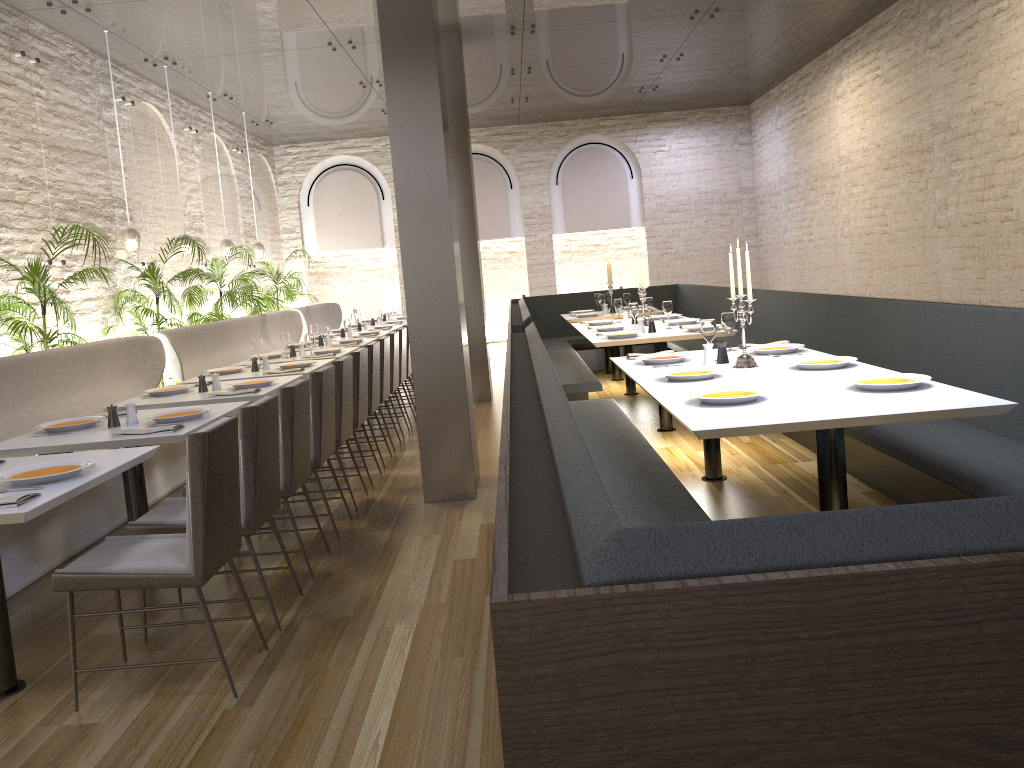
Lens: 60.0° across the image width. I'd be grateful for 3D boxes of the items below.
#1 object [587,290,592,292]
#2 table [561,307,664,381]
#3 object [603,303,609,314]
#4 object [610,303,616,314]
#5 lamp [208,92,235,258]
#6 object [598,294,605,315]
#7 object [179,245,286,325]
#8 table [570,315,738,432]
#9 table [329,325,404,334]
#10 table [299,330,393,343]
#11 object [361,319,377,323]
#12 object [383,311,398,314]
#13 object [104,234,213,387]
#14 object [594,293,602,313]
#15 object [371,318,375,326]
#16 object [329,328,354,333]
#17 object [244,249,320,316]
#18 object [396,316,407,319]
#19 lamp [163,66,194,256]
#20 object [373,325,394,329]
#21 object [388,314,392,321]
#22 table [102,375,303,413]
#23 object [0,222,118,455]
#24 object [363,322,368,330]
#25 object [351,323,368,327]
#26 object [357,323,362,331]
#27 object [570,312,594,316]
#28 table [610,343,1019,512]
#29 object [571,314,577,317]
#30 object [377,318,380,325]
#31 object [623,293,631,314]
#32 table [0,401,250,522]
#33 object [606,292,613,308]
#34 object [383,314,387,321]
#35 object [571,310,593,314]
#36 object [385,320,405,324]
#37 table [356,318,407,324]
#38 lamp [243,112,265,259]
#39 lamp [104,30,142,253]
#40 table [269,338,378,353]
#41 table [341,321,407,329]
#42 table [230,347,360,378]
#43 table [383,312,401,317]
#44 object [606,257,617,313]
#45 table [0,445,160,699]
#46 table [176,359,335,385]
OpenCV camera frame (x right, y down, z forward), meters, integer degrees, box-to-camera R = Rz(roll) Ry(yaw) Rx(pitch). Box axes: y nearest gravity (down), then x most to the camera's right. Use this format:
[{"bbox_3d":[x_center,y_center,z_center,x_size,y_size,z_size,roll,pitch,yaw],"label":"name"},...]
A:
[{"bbox_3d":[1.099,-1.199,12.427,0.086,0.230,0.086,-2,6,30],"label":"object"},{"bbox_3d":[1.183,-0.462,10.494,1.100,0.757,1.193,-5,7,0],"label":"table"},{"bbox_3d":[1.094,-0.879,10.361,0.069,0.126,0.069,0,7,42],"label":"object"},{"bbox_3d":[1.175,-0.883,10.337,0.069,0.126,0.069,0,7,42],"label":"object"},{"bbox_3d":[-3.648,-2.593,11.041,0.178,2.033,0.178,-7,5,-20],"label":"lamp"},{"bbox_3d":[1.043,-0.918,10.257,0.086,0.230,0.087,-1,6,36],"label":"object"},{"bbox_3d":[-3.443,-0.688,10.663,1.188,1.968,1.149,0,7,41],"label":"object"},{"bbox_3d":[1.184,-0.139,7.946,1.100,0.757,2.549,-5,7,1],"label":"table"},{"bbox_3d":[-1.878,-0.313,11.382,0.936,0.757,1.015,-5,6,0],"label":"table"},{"bbox_3d":[-1.877,-0.172,10.267,0.936,0.757,1.015,-5,6,0],"label":"table"},{"bbox_3d":[-2.184,-0.965,13.585,0.321,0.036,0.323,1,9,37],"label":"object"},{"bbox_3d":[-2.252,-1.322,16.446,0.321,0.036,0.323,0,9,35],"label":"object"},{"bbox_3d":[-3.439,-0.434,8.660,1.144,1.968,1.193,-2,6,31],"label":"object"},{"bbox_3d":[1.043,-0.976,10.709,0.086,0.230,0.087,-1,6,36],"label":"object"},{"bbox_3d":[-1.943,-0.872,12.376,0.059,0.109,0.060,-1,7,36],"label":"object"},{"bbox_3d":[-2.182,-0.681,11.350,0.321,0.036,0.323,1,9,37],"label":"object"},{"bbox_3d":[-3.428,-1.001,13.118,1.147,1.968,1.191,-7,6,-19],"label":"object"},{"bbox_3d":[-1.648,-1.010,13.580,0.321,0.036,0.323,1,9,37],"label":"object"},{"bbox_3d":[-3.647,-2.414,9.630,0.178,2.033,0.178,-6,5,-14],"label":"lamp"},{"bbox_3d":[-1.647,-0.726,11.344,0.321,0.036,0.323,1,9,37],"label":"object"},{"bbox_3d":[-1.873,-1.027,13.557,0.059,0.109,0.060,-1,7,36],"label":"object"},{"bbox_3d":[-1.874,0.414,5.654,0.936,0.757,1.015,-5,6,0],"label":"table"},{"bbox_3d":[-3.438,-0.167,6.556,1.144,1.968,1.193,-2,6,31],"label":"object"},{"bbox_3d":[-1.872,-0.744,11.322,0.059,0.109,0.060,-1,7,36],"label":"object"},{"bbox_3d":[-2.183,-0.821,12.449,0.321,0.036,0.323,1,9,37],"label":"object"},{"bbox_3d":[-1.942,-0.732,11.277,0.059,0.109,0.060,-1,7,36],"label":"object"},{"bbox_3d":[0.833,-0.828,10.529,0.273,0.033,0.143,-5,7,0],"label":"object"},{"bbox_3d":[1.186,0.327,4.274,1.100,0.757,2.549,-5,7,1],"label":"table"},{"bbox_3d":[0.833,-0.809,10.375,0.273,0.033,0.143,-5,7,0],"label":"object"},{"bbox_3d":[-1.873,-0.883,12.421,0.059,0.109,0.060,-1,7,36],"label":"object"},{"bbox_3d":[1.299,-0.904,9.968,0.086,0.230,0.087,-1,6,36],"label":"object"},{"bbox_3d":[-1.874,0.572,4.408,0.936,0.757,1.015,-5,6,0],"label":"table"},{"bbox_3d":[1.209,-1.014,10.895,0.087,0.230,0.086,-8,6,-29],"label":"object"},{"bbox_3d":[-1.943,-1.016,13.512,0.059,0.109,0.060,-1,7,36],"label":"object"},{"bbox_3d":[0.859,-0.877,10.837,0.322,0.036,0.323,-5,7,-4],"label":"object"},{"bbox_3d":[-1.648,-0.866,12.443,0.321,0.036,0.323,1,9,37],"label":"object"},{"bbox_3d":[-1.879,-0.597,13.617,0.936,0.757,1.015,-5,6,0],"label":"table"},{"bbox_3d":[-3.648,-2.769,12.424,0.178,2.033,0.178,-7,5,-20],"label":"lamp"},{"bbox_3d":[-3.646,-2.237,8.232,0.177,2.033,0.178,-3,5,21],"label":"lamp"},{"bbox_3d":[-1.876,-0.024,9.100,0.936,0.757,1.015,-5,6,0],"label":"table"},{"bbox_3d":[-1.878,-0.453,12.481,0.936,0.757,1.015,-5,6,0],"label":"table"},{"bbox_3d":[-1.876,0.123,7.943,0.936,0.757,1.015,-5,6,0],"label":"table"},{"bbox_3d":[-1.948,-0.954,16.478,0.936,0.757,1.015,-5,6,0],"label":"table"},{"bbox_3d":[1.159,-1.168,10.446,0.131,0.654,0.392,-4,6,11],"label":"object"},{"bbox_3d":[-1.873,0.730,3.161,0.936,0.757,1.015,-5,6,0],"label":"table"},{"bbox_3d":[-1.875,0.270,6.783,0.936,0.757,1.015,-5,6,0],"label":"table"}]
